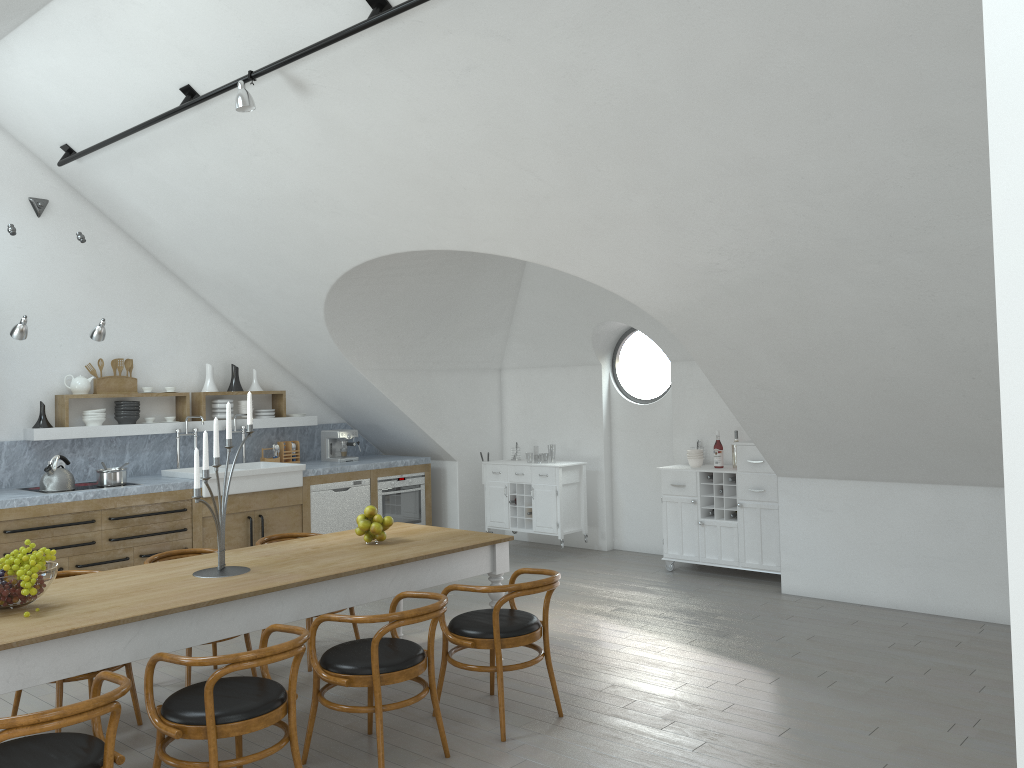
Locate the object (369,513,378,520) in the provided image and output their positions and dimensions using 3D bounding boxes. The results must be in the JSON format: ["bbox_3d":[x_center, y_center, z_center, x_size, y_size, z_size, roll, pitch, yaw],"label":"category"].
[{"bbox_3d":[-0.794,0.748,5.039,0.062,0.060,0.062,-3,-2,42],"label":"object"}]

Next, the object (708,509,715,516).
[{"bbox_3d":[1.837,1.112,7.726,0.156,0.085,0.331,-2,-1,42],"label":"object"}]

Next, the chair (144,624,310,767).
[{"bbox_3d":[-1.070,1.324,3.405,0.621,0.736,0.527,-3,-2,41],"label":"chair"}]

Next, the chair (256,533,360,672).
[{"bbox_3d":[-1.317,1.347,5.624,0.621,0.736,0.527,-3,-2,38],"label":"chair"}]

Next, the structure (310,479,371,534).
[{"bbox_3d":[-1.823,1.341,8.549,0.598,0.823,0.724,-3,-2,41],"label":"structure"}]

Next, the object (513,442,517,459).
[{"bbox_3d":[0.035,0.703,9.339,0.039,0.175,0.054,-3,-3,41],"label":"object"}]

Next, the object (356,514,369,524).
[{"bbox_3d":[-0.838,0.764,4.965,0.066,0.071,0.072,-2,-1,11],"label":"object"}]

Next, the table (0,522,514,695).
[{"bbox_3d":[-1.467,1.305,4.178,1.018,0.800,3.348,-2,-1,41],"label":"table"}]

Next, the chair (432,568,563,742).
[{"bbox_3d":[-0.047,1.307,4.436,0.621,0.736,0.527,-3,-2,44],"label":"chair"}]

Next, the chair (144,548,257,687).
[{"bbox_3d":[-1.803,1.355,5.089,0.621,0.736,0.527,-3,-2,45],"label":"chair"}]

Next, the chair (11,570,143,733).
[{"bbox_3d":[-2.240,1.361,4.503,0.621,0.736,0.527,-3,-2,38],"label":"chair"}]

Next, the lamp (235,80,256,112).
[{"bbox_3d":[-1.540,-1.666,5.123,0.112,0.175,0.114,-2,-2,4],"label":"lamp"}]

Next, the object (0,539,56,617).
[{"bbox_3d":[-2.050,0.774,3.605,0.393,0.284,0.292,-2,-1,6],"label":"object"}]

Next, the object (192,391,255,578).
[{"bbox_3d":[-1.385,0.469,4.342,0.265,0.876,0.774,-2,-1,15],"label":"object"}]

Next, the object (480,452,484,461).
[{"bbox_3d":[-0.289,0.847,9.292,0.088,0.269,0.029,-2,-2,15],"label":"object"}]

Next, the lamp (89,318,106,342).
[{"bbox_3d":[-3.174,-0.414,6.831,0.168,0.176,0.112,-2,-2,34],"label":"lamp"}]

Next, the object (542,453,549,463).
[{"bbox_3d":[0.337,0.743,8.847,0.071,0.099,0.071,-1,-2,-25],"label":"object"}]

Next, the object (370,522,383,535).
[{"bbox_3d":[-0.751,0.798,4.895,0.071,0.072,0.070,-2,-1,6],"label":"object"}]

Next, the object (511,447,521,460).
[{"bbox_3d":[0.040,0.738,9.327,0.101,0.138,0.067,-3,-2,41],"label":"object"}]

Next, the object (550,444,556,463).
[{"bbox_3d":[0.408,0.697,8.837,0.063,0.187,0.063,-2,-2,27],"label":"object"}]

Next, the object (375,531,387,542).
[{"bbox_3d":[-0.732,0.847,4.947,0.064,0.063,0.063,0,-2,-37],"label":"object"}]

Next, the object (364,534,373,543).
[{"bbox_3d":[-0.799,0.856,4.924,0.051,0.050,0.049,0,-2,-45],"label":"object"}]

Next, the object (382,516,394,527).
[{"bbox_3d":[-0.693,0.769,4.952,0.063,0.063,0.062,-2,-1,4],"label":"object"}]

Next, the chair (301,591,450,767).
[{"bbox_3d":[-0.577,1.316,3.940,0.621,0.736,0.527,-2,-2,37],"label":"chair"}]

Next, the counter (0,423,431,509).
[{"bbox_3d":[-3.293,0.562,7.216,0.961,0.620,6.574,-2,-1,41],"label":"counter"}]

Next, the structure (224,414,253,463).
[{"bbox_3d":[-2.495,0.542,8.289,0.332,0.530,0.214,-2,-2,22],"label":"structure"}]

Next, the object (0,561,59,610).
[{"bbox_3d":[-2.058,0.838,3.630,0.360,0.160,0.360,-2,-1,22],"label":"object"}]

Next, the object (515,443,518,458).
[{"bbox_3d":[0.049,0.704,9.307,0.024,0.164,0.039,0,-3,-36],"label":"object"}]

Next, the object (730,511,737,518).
[{"bbox_3d":[1.963,1.111,7.606,0.081,0.081,0.358,-2,-1,39],"label":"object"}]

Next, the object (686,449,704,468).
[{"bbox_3d":[1.637,0.664,7.915,0.158,0.160,0.154,-1,-1,-20],"label":"object"}]

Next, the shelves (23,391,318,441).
[{"bbox_3d":[-3.816,-0.231,7.012,0.479,1.363,5.549,-3,-1,36],"label":"shelves"}]

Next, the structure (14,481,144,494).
[{"bbox_3d":[-3.403,0.827,6.969,0.647,0.041,0.737,-2,-1,41],"label":"structure"}]

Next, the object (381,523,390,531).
[{"bbox_3d":[-0.724,0.793,5.000,0.076,0.076,0.077,-2,-1,8],"label":"object"}]

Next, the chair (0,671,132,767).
[{"bbox_3d":[-1.521,1.331,2.833,0.621,0.736,0.527,-3,-2,45],"label":"chair"}]

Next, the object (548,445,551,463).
[{"bbox_3d":[0.386,0.702,8.897,0.054,0.179,0.054,-2,-2,19],"label":"object"}]

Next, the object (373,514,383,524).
[{"bbox_3d":[-0.745,0.753,4.929,0.053,0.057,0.058,0,-2,-34],"label":"object"}]

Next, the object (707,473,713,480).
[{"bbox_3d":[1.805,0.807,7.755,0.092,0.094,0.359,-3,-1,42],"label":"object"}]

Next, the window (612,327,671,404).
[{"bbox_3d":[1.349,-0.200,8.877,0.899,0.901,0.060,-3,-2,41],"label":"window"}]

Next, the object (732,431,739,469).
[{"bbox_3d":[1.945,0.569,7.670,0.085,0.331,0.085,-1,-2,0],"label":"object"}]

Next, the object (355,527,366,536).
[{"bbox_3d":[-0.844,0.819,4.939,0.059,0.056,0.059,-2,-2,36],"label":"object"}]

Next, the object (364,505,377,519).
[{"bbox_3d":[-0.791,0.715,4.960,0.072,0.074,0.072,-3,-2,41],"label":"object"}]

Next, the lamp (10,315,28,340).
[{"bbox_3d":[-3.560,-0.404,6.401,0.115,0.178,0.164,0,-2,-30],"label":"lamp"}]

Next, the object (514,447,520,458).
[{"bbox_3d":[0.046,0.718,9.333,0.097,0.137,0.029,-3,-3,45],"label":"object"}]

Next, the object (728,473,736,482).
[{"bbox_3d":[1.955,0.807,7.611,0.087,0.085,0.360,-3,-1,41],"label":"object"}]

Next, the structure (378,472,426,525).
[{"bbox_3d":[-1.323,1.238,9.116,0.630,0.637,0.632,-3,-2,41],"label":"structure"}]

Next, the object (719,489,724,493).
[{"bbox_3d":[1.888,0.915,7.689,0.085,0.085,0.331,-3,-1,41],"label":"object"}]

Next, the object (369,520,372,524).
[{"bbox_3d":[-0.823,0.793,5.020,0.062,0.059,0.062,0,-2,-44],"label":"object"}]

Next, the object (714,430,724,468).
[{"bbox_3d":[1.814,0.574,7.794,0.081,0.330,0.081,-3,-3,37],"label":"object"}]

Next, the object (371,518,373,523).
[{"bbox_3d":[-0.769,0.763,4.992,0.053,0.051,0.052,-2,-1,13],"label":"object"}]

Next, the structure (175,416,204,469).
[{"bbox_3d":[-2.818,0.547,7.923,0.332,0.530,0.214,-2,-2,22],"label":"structure"}]

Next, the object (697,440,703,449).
[{"bbox_3d":[1.709,0.619,8.151,0.115,0.209,0.065,-3,-3,44],"label":"object"}]

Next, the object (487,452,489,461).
[{"bbox_3d":[-0.248,0.846,9.255,0.029,0.269,0.088,-1,-2,-22],"label":"object"}]

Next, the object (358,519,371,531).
[{"bbox_3d":[-0.813,0.780,4.896,0.071,0.064,0.072,-2,-1,35],"label":"object"}]

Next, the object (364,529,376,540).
[{"bbox_3d":[-0.792,0.842,4.991,0.080,0.074,0.078,-1,-1,-4],"label":"object"}]
